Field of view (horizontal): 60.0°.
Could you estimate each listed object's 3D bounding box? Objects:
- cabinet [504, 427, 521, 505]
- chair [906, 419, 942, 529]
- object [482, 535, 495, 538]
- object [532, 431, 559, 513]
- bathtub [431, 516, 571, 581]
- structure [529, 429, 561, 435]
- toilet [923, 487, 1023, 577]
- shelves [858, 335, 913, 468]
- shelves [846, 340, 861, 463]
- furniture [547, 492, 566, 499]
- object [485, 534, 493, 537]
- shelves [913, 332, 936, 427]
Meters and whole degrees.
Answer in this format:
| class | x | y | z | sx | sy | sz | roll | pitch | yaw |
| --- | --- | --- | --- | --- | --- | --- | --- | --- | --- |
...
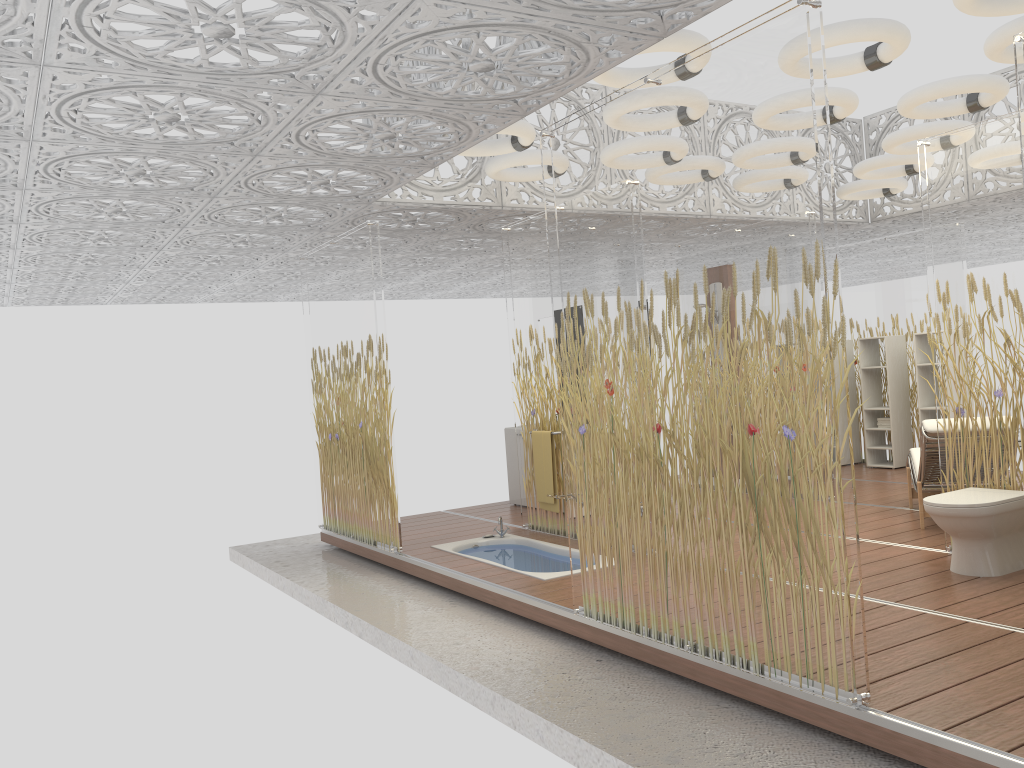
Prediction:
| class | x | y | z | sx | sy | sz | roll | pitch | yaw |
| --- | --- | --- | --- | --- | --- | --- | --- | --- | --- |
| cabinet | 0.340 | 0.817 | 9.053 | 0.549 | 0.782 | 0.643 | -4 | 0 | -30 |
| chair | 3.380 | 0.611 | 6.737 | 0.635 | 0.811 | 1.787 | -4 | 0 | 20 |
| object | -0.190 | 1.258 | 7.315 | 0.108 | 0.011 | 0.065 | -4 | 0 | -21 |
| object | 0.268 | 0.701 | 7.140 | 0.042 | 0.656 | 0.283 | -4 | 0 | -31 |
| bathtub | 0.085 | 1.363 | 6.552 | 0.700 | 0.582 | 1.700 | -4 | 0 | -30 |
| structure | 0.267 | 0.393 | 7.154 | 0.078 | 0.047 | 0.442 | -4 | 0 | -30 |
| toilet | 2.658 | 0.862 | 5.090 | 0.611 | 0.437 | 0.401 | -4 | 0 | -30 |
| shelves | 4.220 | 0.194 | 10.009 | 0.344 | 1.460 | 0.366 | -4 | 0 | -30 |
| shelves | 3.863 | 0.217 | 10.615 | 0.344 | 1.460 | 0.366 | -4 | 0 | -30 |
| furniture | 0.585 | 0.837 | 6.444 | 0.178 | 0.014 | 0.977 | -4 | 0 | -30 |
| object | -0.190 | 1.251 | 7.315 | 0.066 | 0.016 | 0.035 | -4 | 0 | -21 |
| shelves | 4.576 | 0.171 | 9.403 | 0.344 | 1.460 | 0.366 | -4 | 0 | -30 |
